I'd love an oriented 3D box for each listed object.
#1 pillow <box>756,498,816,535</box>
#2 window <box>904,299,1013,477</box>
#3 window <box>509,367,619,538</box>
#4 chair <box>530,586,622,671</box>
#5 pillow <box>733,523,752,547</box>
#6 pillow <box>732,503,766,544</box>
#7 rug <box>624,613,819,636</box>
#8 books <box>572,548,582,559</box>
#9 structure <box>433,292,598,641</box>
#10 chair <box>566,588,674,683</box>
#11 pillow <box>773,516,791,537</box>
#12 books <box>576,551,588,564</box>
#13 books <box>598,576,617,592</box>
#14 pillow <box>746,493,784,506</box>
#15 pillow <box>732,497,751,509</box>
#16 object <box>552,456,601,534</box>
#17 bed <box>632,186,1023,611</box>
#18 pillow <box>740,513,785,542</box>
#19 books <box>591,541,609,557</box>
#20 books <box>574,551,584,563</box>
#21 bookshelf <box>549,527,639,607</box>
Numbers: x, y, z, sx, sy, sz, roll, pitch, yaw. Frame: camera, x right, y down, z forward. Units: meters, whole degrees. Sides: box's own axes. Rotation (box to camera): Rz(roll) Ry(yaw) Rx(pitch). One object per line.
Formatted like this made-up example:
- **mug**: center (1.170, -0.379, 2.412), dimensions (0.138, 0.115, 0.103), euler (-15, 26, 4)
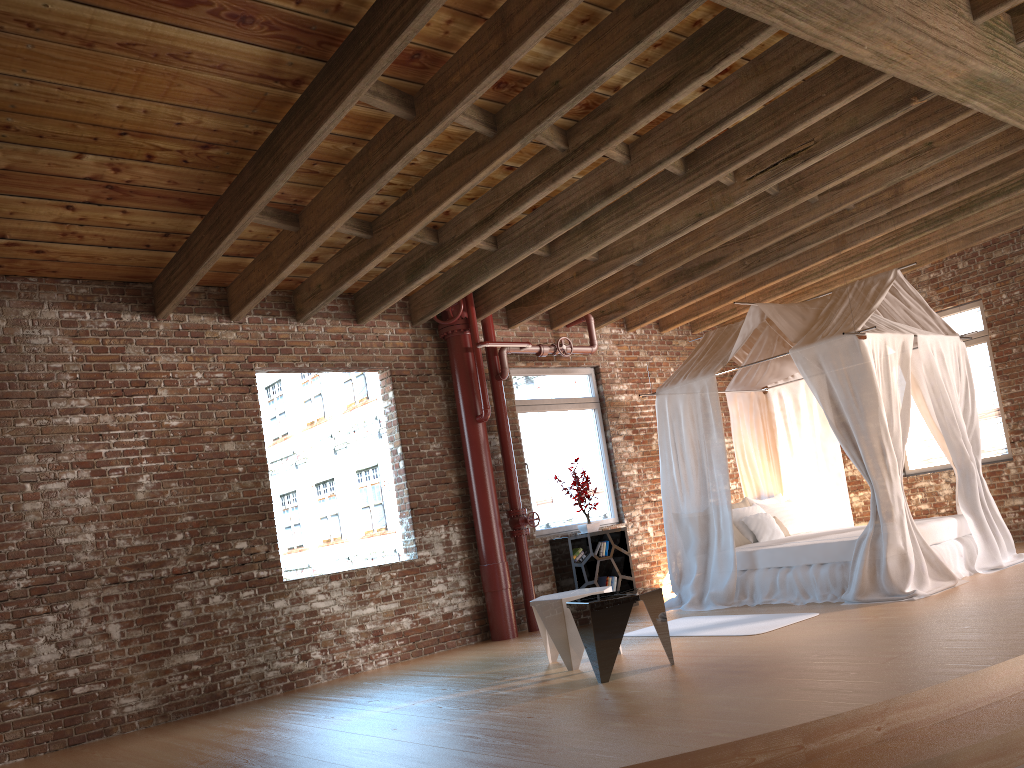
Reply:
- **pillow**: center (2.903, 1.418, 9.306), dimensions (0.634, 0.429, 0.292), euler (-3, -8, -39)
- **window**: center (4.944, 0.081, 10.127), dimensions (0.173, 1.836, 1.313), euler (-6, -7, -39)
- **window**: center (0.549, 0.704, 9.587), dimensions (1.357, 1.836, 0.167), euler (-4, -6, -40)
- **chair**: center (0.459, 1.730, 6.254), dimensions (0.531, 0.486, 0.627), euler (-11, -8, 14)
- **pillow**: center (1.986, 1.440, 8.535), dimensions (0.619, 0.411, 0.358), euler (-2, -10, -42)
- **pillow**: center (2.438, 1.393, 8.918), dimensions (0.617, 0.400, 0.348), euler (-2, -10, -42)
- **rug**: center (1.613, 1.899, 6.961), dimensions (0.868, 0.007, 1.433), euler (-2, -12, -38)
- **books**: center (0.631, 1.744, 9.035), dimensions (0.155, 0.108, 0.134), euler (-3, -10, -39)
- **structure**: center (0.262, 0.689, 8.872), dimensions (2.016, 3.440, 0.575), euler (-4, -6, -40)
- **chair**: center (0.684, 1.581, 5.588), dimensions (0.615, 0.486, 0.542), euler (-10, -7, 4)
- **pillow**: center (2.659, 1.446, 8.911), dimensions (0.291, 0.232, 0.162), euler (-3, -9, -41)
- **books**: center (0.694, 1.790, 9.077), dimensions (0.158, 0.113, 0.134), euler (-3, -10, -39)
- **books**: center (1.001, 2.107, 9.266), dimensions (0.205, 0.179, 0.134), euler (-3, -8, -40)
- **pillow**: center (2.778, 1.418, 9.456), dimensions (0.637, 0.495, 0.207), euler (-3, -8, -40)
- **pillow**: center (2.309, 1.424, 9.070), dimensions (0.638, 0.491, 0.208), euler (-3, -8, -40)
- **object**: center (0.700, 1.161, 9.281), dimensions (0.419, 0.834, 0.395), euler (-4, -7, -44)
- **bed**: center (2.755, -0.002, 8.373), dimensions (2.520, 3.855, 2.664), euler (-4, -8, -40)
- **pillow**: center (2.486, 1.420, 8.730), dimensions (0.388, 0.289, 0.215), euler (-5, -8, -31)
- **books**: center (0.902, 1.740, 9.259), dimensions (0.246, 0.164, 0.134), euler (-3, -9, -40)
- **books**: center (0.647, 1.779, 9.041), dimensions (0.155, 0.108, 0.134), euler (-3, -10, -39)
- **bookshelf**: center (0.870, 1.986, 9.273), dimensions (0.864, 0.839, 0.292), euler (-3, -7, -40)
